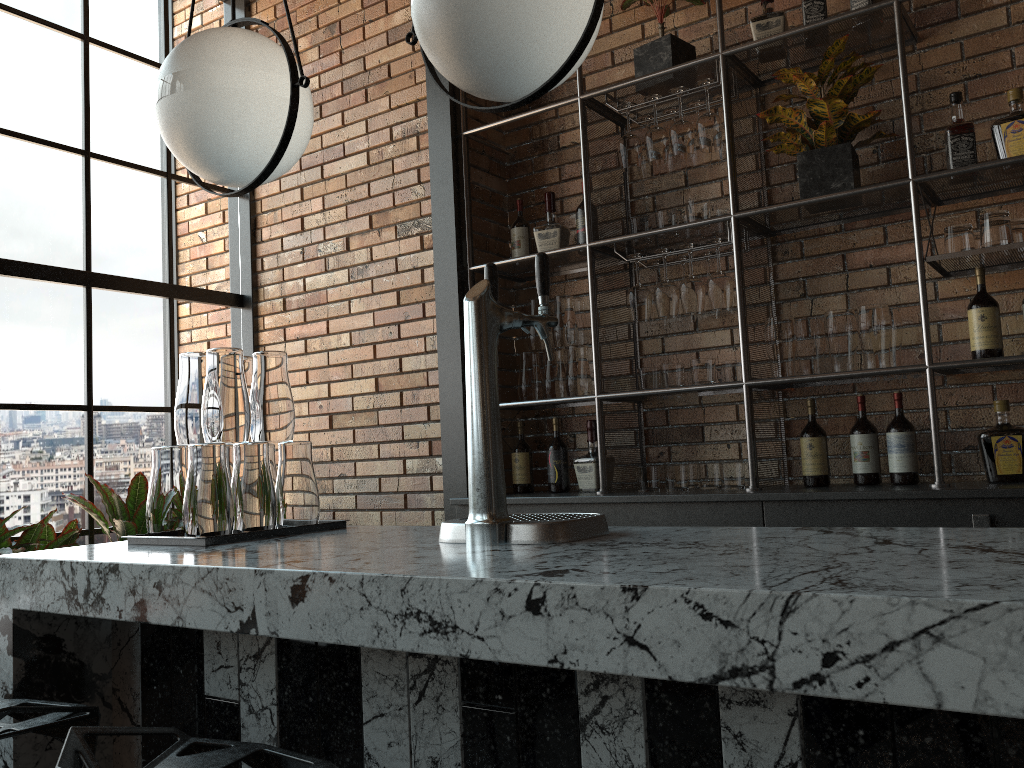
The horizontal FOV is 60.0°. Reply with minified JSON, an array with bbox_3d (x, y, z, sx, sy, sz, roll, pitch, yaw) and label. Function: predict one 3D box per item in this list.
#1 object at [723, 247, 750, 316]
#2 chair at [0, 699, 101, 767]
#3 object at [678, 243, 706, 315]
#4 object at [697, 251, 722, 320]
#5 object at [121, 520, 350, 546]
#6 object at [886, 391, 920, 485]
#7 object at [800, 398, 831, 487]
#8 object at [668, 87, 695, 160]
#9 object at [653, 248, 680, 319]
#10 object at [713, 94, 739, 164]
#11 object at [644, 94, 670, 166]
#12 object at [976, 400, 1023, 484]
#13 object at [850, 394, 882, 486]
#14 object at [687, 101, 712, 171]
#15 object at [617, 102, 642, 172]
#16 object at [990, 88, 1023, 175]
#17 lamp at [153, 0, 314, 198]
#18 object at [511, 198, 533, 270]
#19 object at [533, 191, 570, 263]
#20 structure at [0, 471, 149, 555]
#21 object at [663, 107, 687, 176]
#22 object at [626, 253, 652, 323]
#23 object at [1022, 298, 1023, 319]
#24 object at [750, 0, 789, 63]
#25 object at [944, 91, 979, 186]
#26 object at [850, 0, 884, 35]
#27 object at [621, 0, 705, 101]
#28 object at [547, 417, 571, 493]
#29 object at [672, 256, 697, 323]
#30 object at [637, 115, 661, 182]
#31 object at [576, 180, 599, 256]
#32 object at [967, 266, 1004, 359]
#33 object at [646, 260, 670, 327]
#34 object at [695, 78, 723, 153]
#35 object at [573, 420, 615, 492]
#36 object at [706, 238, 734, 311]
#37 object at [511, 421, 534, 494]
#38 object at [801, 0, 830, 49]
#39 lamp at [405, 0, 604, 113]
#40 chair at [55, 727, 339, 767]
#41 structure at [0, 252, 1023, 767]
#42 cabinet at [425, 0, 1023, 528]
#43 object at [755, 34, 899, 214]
[{"bbox_3d":[0.819,-0.374,3.238,0.092,0.244,0.092,-7,-6,40],"label":"object"},{"bbox_3d":[-0.779,0.837,1.411,0.475,0.737,0.414,-5,-5,24],"label":"chair"},{"bbox_3d":[0.640,-0.372,3.161,0.092,0.244,0.092,-7,-6,40],"label":"object"},{"bbox_3d":[0.733,-0.365,3.297,0.092,0.244,0.092,-7,-6,40],"label":"object"},{"bbox_3d":[-0.619,0.338,2.030,0.273,0.019,0.437,-6,-6,34],"label":"object"},{"bbox_3d":[1.246,0.172,2.838,0.086,0.298,0.086,-2,-5,-7],"label":"object"},{"bbox_3d":[1.018,0.197,2.992,0.086,0.299,0.086,-2,-5,-7],"label":"object"},{"bbox_3d":[0.612,-0.942,3.208,0.092,0.244,0.092,-7,-6,40],"label":"object"},{"bbox_3d":[0.559,-0.363,3.216,0.092,0.244,0.092,-7,-6,40],"label":"object"},{"bbox_3d":[0.791,-0.944,3.286,0.092,0.244,0.092,-7,-6,40],"label":"object"},{"bbox_3d":[0.531,-0.933,3.263,0.092,0.244,0.092,-7,-6,40],"label":"object"},{"bbox_3d":[1.483,0.173,2.666,0.151,0.248,0.094,-5,-5,23],"label":"object"},{"bbox_3d":[1.162,0.183,2.925,0.086,0.298,0.086,-2,-5,-7],"label":"object"},{"bbox_3d":[0.705,-0.935,3.344,0.092,0.244,0.092,-7,-6,40],"label":"object"},{"bbox_3d":[0.440,-0.924,3.325,0.092,0.244,0.092,-7,-6,40],"label":"object"},{"bbox_3d":[1.531,-0.767,2.679,0.151,0.248,0.094,-6,-6,38],"label":"object"},{"bbox_3d":[-0.646,-1.289,2.022,0.340,1.754,0.340,-2,-5,-10],"label":"lamp"},{"bbox_3d":[0.038,-0.633,3.735,0.086,0.298,0.086,-2,-5,-7],"label":"object"},{"bbox_3d":[0.161,-0.639,3.597,0.123,0.279,0.123,-5,-5,23],"label":"object"},{"bbox_3d":[-2.066,0.812,2.366,0.757,1.072,4.107,-6,-6,33],"label":"structure"},{"bbox_3d":[0.624,-0.927,3.399,0.092,0.244,0.092,-7,-6,40],"label":"object"},{"bbox_3d":[0.468,-0.353,3.278,0.092,0.244,0.092,-7,-6,40],"label":"object"},{"bbox_3d":[1.581,-0.225,2.657,0.086,0.298,0.086,-2,-5,-7],"label":"object"},{"bbox_3d":[0.908,-1.290,3.134,0.123,0.279,0.123,-5,-5,23],"label":"object"},{"bbox_3d":[1.399,-0.771,2.771,0.083,0.282,0.083,-4,-5,19],"label":"object"},{"bbox_3d":[1.174,-1.321,2.952,0.083,0.282,0.083,1,-6,-41],"label":"object"},{"bbox_3d":[0.577,-1.390,3.396,0.377,0.554,0.422,-5,-5,22],"label":"object"},{"bbox_3d":[0.182,0.282,3.523,0.086,0.297,0.086,-1,-5,-22],"label":"object"},{"bbox_3d":[0.652,-0.356,3.352,0.092,0.244,0.092,-7,-6,40],"label":"object"},{"bbox_3d":[0.533,-0.917,3.461,0.092,0.244,0.092,-7,-6,40],"label":"object"},{"bbox_3d":[0.297,-0.663,3.525,0.086,0.299,0.086,-2,-5,-7],"label":"object"},{"bbox_3d":[1.446,-0.212,2.718,0.086,0.299,0.086,-2,-5,-7],"label":"object"},{"bbox_3d":[0.561,-0.347,3.414,0.092,0.244,0.092,-7,-6,40],"label":"object"},{"bbox_3d":[0.698,-0.951,3.150,0.092,0.244,0.092,-7,-6,40],"label":"object"},{"bbox_3d":[0.318,0.279,3.444,0.123,0.279,0.123,1,-6,-42],"label":"object"},{"bbox_3d":[0.726,-0.381,3.102,0.092,0.244,0.092,-7,-6,40],"label":"object"},{"bbox_3d":[0.042,0.300,3.656,0.086,0.299,0.086,-2,-5,-7],"label":"object"},{"bbox_3d":[1.037,-1.306,3.045,0.083,0.282,0.083,-4,-5,19],"label":"object"},{"bbox_3d":[-0.042,-1.353,1.612,0.340,1.754,0.340,-2,-5,-10],"label":"lamp"},{"bbox_3d":[-0.309,0.788,1.091,0.475,0.737,0.414,-7,-6,39],"label":"chair"},{"bbox_3d":[1.688,0.342,1.089,5.346,1.430,1.930,-6,-6,34],"label":"structure"},{"bbox_3d":[1.153,-0.601,2.884,7.075,3.779,0.564,-6,-6,34],"label":"cabinet"},{"bbox_3d":[1.062,-0.859,2.973,0.425,0.526,0.430,2,-7,-43],"label":"object"}]
